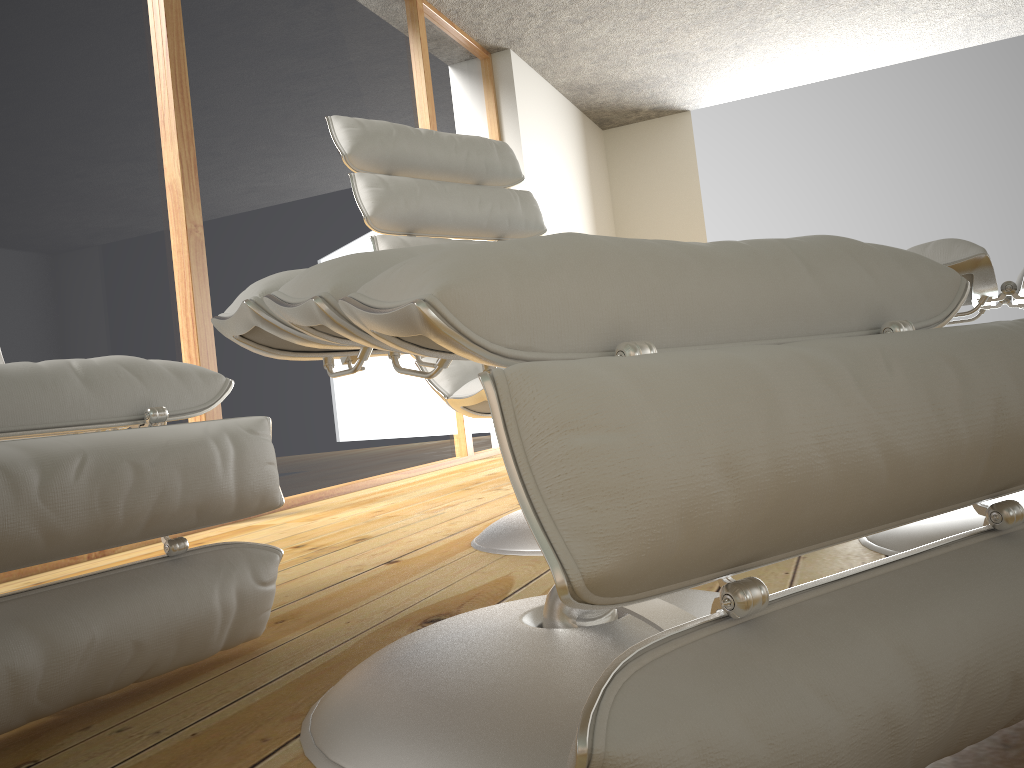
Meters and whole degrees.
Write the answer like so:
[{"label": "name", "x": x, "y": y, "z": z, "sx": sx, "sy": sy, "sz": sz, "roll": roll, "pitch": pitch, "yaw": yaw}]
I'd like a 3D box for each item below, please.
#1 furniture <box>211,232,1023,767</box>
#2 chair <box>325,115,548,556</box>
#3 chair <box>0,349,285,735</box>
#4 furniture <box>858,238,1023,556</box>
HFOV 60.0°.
[{"label": "furniture", "x": 0.083, "y": 0.069, "z": 0.829, "sx": 0.570, "sy": 0.440, "sz": 0.684, "roll": -6, "pitch": -2, "yaw": -33}, {"label": "chair", "x": 0.117, "y": -0.182, "z": 1.872, "sx": 0.570, "sy": 0.970, "sz": 0.912, "roll": -4, "pitch": -3, "yaw": -43}, {"label": "chair", "x": -0.834, "y": -0.085, "z": 1.153, "sx": 0.912, "sy": 0.970, "sz": 0.570, "roll": -8, "pitch": -3, "yaw": 31}, {"label": "furniture", "x": 0.841, "y": -0.010, "z": 1.295, "sx": 0.685, "sy": 0.440, "sz": 0.570, "roll": -7, "pitch": -2, "yaw": 28}]
